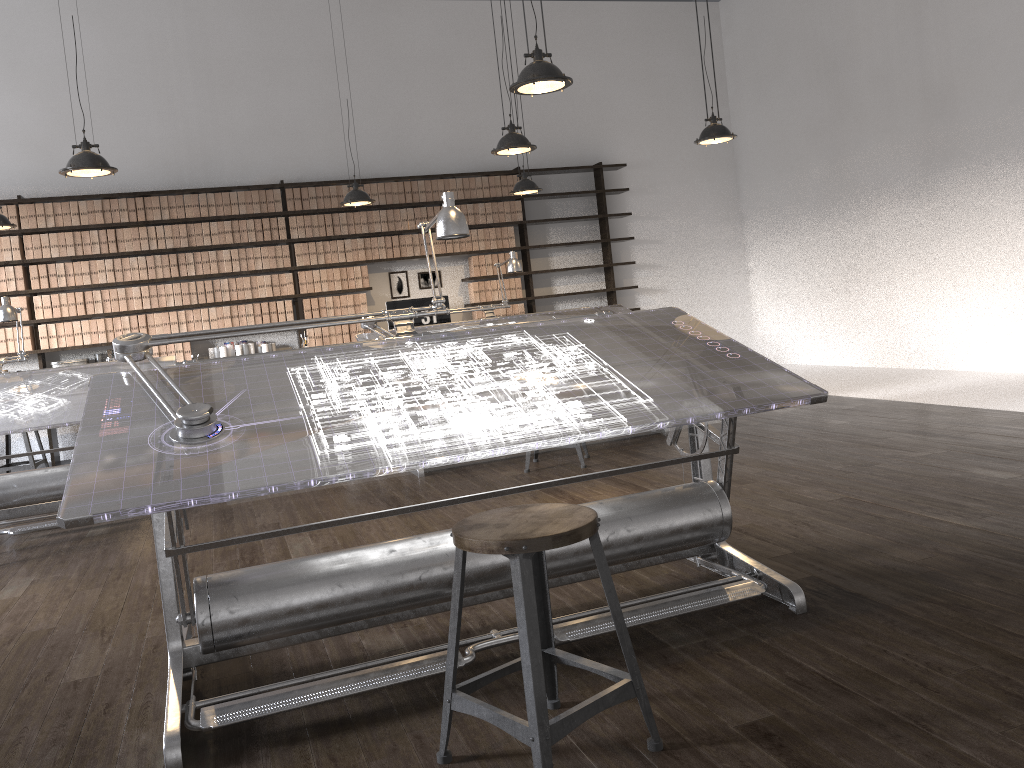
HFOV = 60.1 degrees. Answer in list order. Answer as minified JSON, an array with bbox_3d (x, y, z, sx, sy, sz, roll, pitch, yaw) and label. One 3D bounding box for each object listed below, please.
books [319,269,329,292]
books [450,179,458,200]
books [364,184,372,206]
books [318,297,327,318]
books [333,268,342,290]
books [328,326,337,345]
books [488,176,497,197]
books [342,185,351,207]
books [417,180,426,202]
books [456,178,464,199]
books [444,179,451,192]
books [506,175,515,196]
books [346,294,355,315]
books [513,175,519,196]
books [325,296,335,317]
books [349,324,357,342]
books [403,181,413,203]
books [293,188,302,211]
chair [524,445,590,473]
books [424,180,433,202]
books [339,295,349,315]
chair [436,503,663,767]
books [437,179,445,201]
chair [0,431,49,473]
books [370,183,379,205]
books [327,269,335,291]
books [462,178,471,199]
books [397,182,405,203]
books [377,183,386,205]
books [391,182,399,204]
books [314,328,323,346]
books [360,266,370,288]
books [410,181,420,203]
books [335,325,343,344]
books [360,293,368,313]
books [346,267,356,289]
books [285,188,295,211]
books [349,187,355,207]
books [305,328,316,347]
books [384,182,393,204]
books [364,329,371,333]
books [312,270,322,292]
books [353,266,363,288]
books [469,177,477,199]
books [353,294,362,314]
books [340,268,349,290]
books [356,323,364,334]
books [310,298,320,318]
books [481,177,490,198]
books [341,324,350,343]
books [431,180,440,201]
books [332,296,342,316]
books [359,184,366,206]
[{"bbox_3d":[-1.896,-1.033,8.909,0.067,0.225,0.174,-7,3,-18],"label":"books"},{"bbox_3d":[-0.637,-2.039,9.338,0.067,0.225,0.174,-7,3,-18],"label":"books"},{"bbox_3d":[-1.487,-1.920,9.055,0.067,0.225,0.174,-7,3,-18],"label":"books"},{"bbox_3d":[-1.911,-0.755,8.907,0.067,0.225,0.174,-7,3,-18],"label":"books"},{"bbox_3d":[-1.773,-1.050,8.948,0.067,0.225,0.174,-7,3,-18],"label":"books"},{"bbox_3d":[-1.823,-0.488,8.933,0.067,0.225,0.174,-7,3,-18],"label":"books"},{"bbox_3d":[-0.234,-2.095,9.471,0.067,0.225,0.174,-7,3,-18],"label":"books"},{"bbox_3d":[-1.686,-1.892,8.984,0.067,0.225,0.174,-7,3,-18],"label":"books"},{"bbox_3d":[-0.955,-1.994,9.229,0.067,0.225,0.174,-7,3,-18],"label":"books"},{"bbox_3d":[-0.568,-2.048,9.360,0.067,0.225,0.174,-7,3,-18],"label":"books"},{"bbox_3d":[-0.696,-2.031,9.320,0.067,0.225,0.174,-7,3,-18],"label":"books"},{"bbox_3d":[-0.041,-2.123,9.544,0.067,0.225,0.174,-7,3,-18],"label":"books"},{"bbox_3d":[-1.645,-0.791,8.990,0.067,0.225,0.174,-7,3,-18],"label":"books"},{"bbox_3d":[0.026,-2.132,9.563,0.067,0.225,0.174,-7,3,-18],"label":"books"},{"bbox_3d":[-1.842,-0.764,8.925,0.067,0.225,0.174,-7,3,-18],"label":"books"},{"bbox_3d":[-1.621,-0.516,9.004,0.067,0.225,0.174,-7,3,-18],"label":"books"},{"bbox_3d":[-1.092,-1.975,9.182,0.067,0.225,0.174,-7,3,-18],"label":"books"},{"bbox_3d":[-2.141,-1.828,8.827,0.067,0.225,0.174,-7,3,-18],"label":"books"},{"bbox_3d":[0.255,0.238,5.368,0.371,0.527,0.359,-6,3,10],"label":"chair"},{"bbox_3d":[-0.890,-2.004,9.256,0.067,0.225,0.174,-7,3,-18],"label":"books"},{"bbox_3d":[-1.710,-0.783,8.974,0.067,0.225,0.174,-7,3,-18],"label":"books"},{"bbox_3d":[0.056,0.556,1.924,0.360,0.527,0.371,-9,4,-40],"label":"chair"},{"bbox_3d":[-0.758,-2.022,9.294,0.067,0.225,0.174,-7,3,-18],"label":"books"},{"bbox_3d":[-4.019,0.553,7.212,0.372,0.527,0.359,-7,3,-10],"label":"chair"},{"bbox_3d":[-1.420,-1.929,9.073,0.067,0.225,0.174,-7,3,-18],"label":"books"},{"bbox_3d":[-1.838,-1.042,8.931,0.067,0.225,0.174,-7,3,-18],"label":"books"},{"bbox_3d":[-0.503,-2.058,9.386,0.067,0.225,0.174,-7,3,-18],"label":"books"},{"bbox_3d":[-1.164,-1.965,9.164,0.067,0.225,0.174,-7,3,-18],"label":"books"},{"bbox_3d":[-1.351,-1.939,9.093,0.067,0.225,0.174,-7,3,-18],"label":"books"},{"bbox_3d":[-1.225,-1.957,9.141,0.067,0.225,0.174,-7,3,-18],"label":"books"},{"bbox_3d":[-1.949,-0.470,8.886,0.067,0.225,0.174,-7,3,-18],"label":"books"},{"bbox_3d":[-1.512,-1.088,9.043,0.067,0.225,0.174,-7,3,-18],"label":"books"},{"bbox_3d":[-1.024,-1.985,9.211,0.067,0.225,0.174,-7,3,-18],"label":"books"},{"bbox_3d":[-1.762,-0.497,8.956,0.067,0.225,0.174,-7,3,-18],"label":"books"},{"bbox_3d":[-1.524,-0.809,9.034,0.067,0.225,0.174,-7,3,-18],"label":"books"},{"bbox_3d":[-1.645,-1.069,8.997,0.067,0.225,0.174,-7,3,-18],"label":"books"},{"bbox_3d":[-2.213,-1.818,8.809,0.067,0.225,0.174,-7,3,-18],"label":"books"},{"bbox_3d":[-1.617,-1.902,9.005,0.067,0.225,0.174,-7,3,-18],"label":"books"},{"bbox_3d":[-2.018,-0.460,8.866,0.067,0.225,0.174,-7,3,-18],"label":"books"},{"bbox_3d":[-1.283,-1.948,9.116,0.067,0.225,0.174,-7,3,-18],"label":"books"},{"bbox_3d":[-1.488,-0.535,9.048,0.067,0.225,0.174,-7,3,-18],"label":"books"},{"bbox_3d":[-1.964,-1.024,8.884,0.067,0.225,0.174,-7,3,-18],"label":"books"},{"bbox_3d":[-1.577,-1.078,9.016,0.067,0.225,0.174,-7,3,-18],"label":"books"},{"bbox_3d":[-0.438,-2.067,9.410,0.067,0.225,0.174,-7,3,-18],"label":"books"},{"bbox_3d":[-1.583,-0.801,9.016,0.067,0.225,0.174,-7,3,-18],"label":"books"},{"bbox_3d":[-1.712,-1.060,8.975,0.067,0.225,0.174,-7,3,-18],"label":"books"},{"bbox_3d":[-1.553,-0.525,9.022,0.067,0.225,0.174,-7,3,-18],"label":"books"},{"bbox_3d":[-1.980,-0.745,8.878,0.067,0.225,0.174,-7,3,-18],"label":"books"},{"bbox_3d":[-0.302,-2.085,9.448,0.067,0.225,0.174,-7,3,-18],"label":"books"},{"bbox_3d":[-1.690,-0.506,8.975,0.067,0.225,0.174,-7,3,-18],"label":"books"},{"bbox_3d":[-0.823,-2.013,9.278,0.067,0.225,0.174,-7,3,-18],"label":"books"},{"bbox_3d":[-1.777,-0.774,8.952,0.067,0.225,0.174,-7,3,-18],"label":"books"},{"bbox_3d":[-1.552,-1.911,9.031,0.067,0.225,0.174,-7,3,-18],"label":"books"}]
